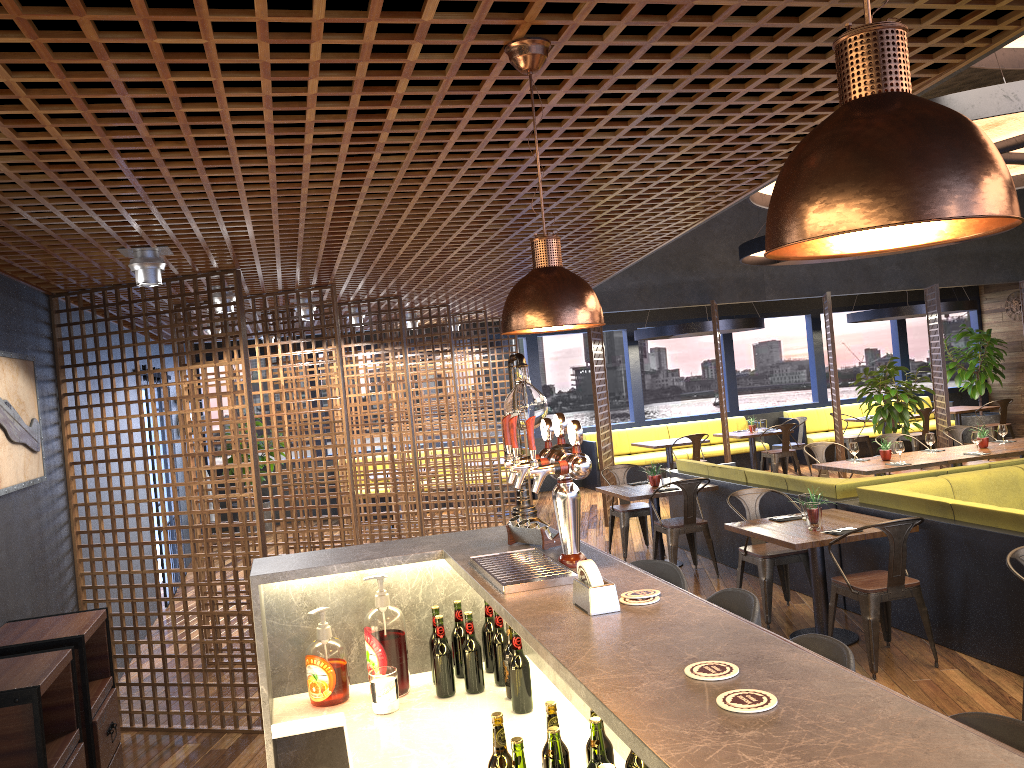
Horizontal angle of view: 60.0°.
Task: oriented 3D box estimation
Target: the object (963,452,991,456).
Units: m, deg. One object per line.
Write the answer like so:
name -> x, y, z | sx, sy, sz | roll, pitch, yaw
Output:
object -> 4.603, 0.690, 8.812 | 0.157, 0.019, 0.255 | -5, 0, -14

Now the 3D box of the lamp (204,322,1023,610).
lamp -> 1.936, 0.349, 8.015 | 9.057, 2.714, 3.017 | -5, 0, -14

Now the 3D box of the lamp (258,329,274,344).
lamp -> -2.708, -0.514, 9.843 | 0.228, 0.172, 0.228 | -5, 0, -14

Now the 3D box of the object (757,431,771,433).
object -> 3.831, 0.732, 13.490 | 0.255, 0.019, 0.157 | -5, 0, -15

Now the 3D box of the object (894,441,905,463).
object -> 3.817, 0.668, 8.731 | 0.097, 0.206, 0.097 | -5, 0, 31

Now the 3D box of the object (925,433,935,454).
object -> 4.348, 0.616, 9.216 | 0.097, 0.206, 0.097 | -5, 0, 31

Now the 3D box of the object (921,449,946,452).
object -> 4.457, 0.700, 9.359 | 0.157, 0.019, 0.255 | -5, 0, -14

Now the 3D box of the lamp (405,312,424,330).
lamp -> -1.058, -0.662, 9.381 | 0.228, 0.172, 0.228 | -5, 0, -14

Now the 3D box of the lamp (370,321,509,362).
lamp -> -1.132, -1.486, 12.759 | 1.979, 2.172, 1.979 | -5, 0, -8

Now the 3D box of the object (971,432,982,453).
object -> 4.694, 0.586, 8.954 | 0.097, 0.206, 0.097 | -5, 0, 31

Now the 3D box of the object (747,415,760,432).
object -> 3.745, 0.611, 13.814 | 0.238, 0.271, 0.260 | -5, 0, 7

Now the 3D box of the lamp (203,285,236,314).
lamp -> -1.929, -0.564, 5.936 | 0.228, 0.172, 0.228 | -5, 0, -14

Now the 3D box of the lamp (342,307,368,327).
lamp -> -1.447, -0.620, 8.222 | 0.228, 0.172, 0.228 | -5, 0, -14

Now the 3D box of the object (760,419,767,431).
object -> 3.908, 0.643, 13.775 | 0.102, 0.178, 0.102 | -5, 0, -29

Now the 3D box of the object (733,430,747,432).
object -> 3.661, 0.744, 14.131 | 0.255, 0.019, 0.157 | -5, 0, -15

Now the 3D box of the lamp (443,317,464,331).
lamp -> -0.696, -0.701, 10.562 | 0.228, 0.172, 0.228 | -5, 0, -14

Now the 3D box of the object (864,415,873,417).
object -> 5.958, 0.531, 14.714 | 0.255, 0.019, 0.157 | -5, 0, -15

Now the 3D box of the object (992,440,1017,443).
object -> 5.334, 0.619, 9.582 | 0.157, 0.019, 0.255 | -5, 0, -14

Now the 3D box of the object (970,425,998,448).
object -> 4.890, 0.531, 9.227 | 0.238, 0.271, 0.260 | -5, 0, 7

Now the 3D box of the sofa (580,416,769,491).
sofa -> 2.744, 1.142, 14.897 | 3.061, 0.914, 0.966 | -5, 0, -14

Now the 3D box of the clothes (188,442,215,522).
clothes -> -4.087, 1.490, 11.772 | 0.401, 1.494, 0.423 | -5, 0, -18

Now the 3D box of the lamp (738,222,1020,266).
lamp -> 3.818, -2.226, 9.564 | 2.778, 1.475, 2.778 | -5, 0, -14

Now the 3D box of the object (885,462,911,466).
object -> 3.725, 0.771, 8.589 | 0.157, 0.019, 0.255 | -5, 0, -14

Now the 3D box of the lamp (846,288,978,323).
lamp -> 6.516, -2.197, 14.705 | 1.979, 2.172, 1.979 | -5, 0, -29

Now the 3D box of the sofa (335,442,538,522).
sofa -> -1.188, 1.506, 13.896 | 3.061, 0.914, 0.966 | -5, 0, -14

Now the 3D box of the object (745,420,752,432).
object -> 3.742, 0.657, 13.990 | 0.102, 0.178, 0.102 | -5, 0, -29

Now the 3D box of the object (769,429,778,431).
object -> 4.056, 0.709, 13.864 | 0.157, 0.019, 0.255 | -5, 0, -15

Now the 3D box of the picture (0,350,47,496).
picture -> -2.510, 0.184, 4.453 | 0.028, 0.697, 1.039 | -5, 0, -14

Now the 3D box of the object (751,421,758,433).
object -> 3.735, 0.660, 13.631 | 0.102, 0.178, 0.102 | -5, 0, -29

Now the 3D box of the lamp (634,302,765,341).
lamp -> 2.802, -1.851, 13.760 | 1.979, 2.172, 1.979 | -5, 0, 31

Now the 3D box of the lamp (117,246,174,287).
lamp -> -1.779, -0.569, 4.330 | 0.228, 0.172, 0.228 | -5, 0, -14

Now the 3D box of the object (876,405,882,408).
object -> 6.039, 0.444, 14.573 | 0.102, 0.178, 0.102 | -5, 0, -29

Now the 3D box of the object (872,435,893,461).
object -> 3.756, 0.637, 8.938 | 0.238, 0.271, 0.260 | -5, 0, 7

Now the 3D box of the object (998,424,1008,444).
object -> 5.225, 0.535, 9.439 | 0.097, 0.206, 0.097 | -5, 0, 31

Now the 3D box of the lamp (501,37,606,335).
lamp -> 0.067, -0.464, 2.100 | 0.250, 0.673, 0.250 | -5, 0, 18

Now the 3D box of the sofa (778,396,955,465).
sofa -> 6.402, 0.802, 15.828 | 3.061, 0.914, 0.966 | -5, 0, -14

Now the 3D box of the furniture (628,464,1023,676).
furniture -> 4.699, 1.010, 6.217 | 4.895, 0.914, 7.462 | -5, 0, -19

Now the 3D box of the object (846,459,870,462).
object -> 3.580, 0.781, 9.135 | 0.157, 0.019, 0.255 | -5, 0, -14

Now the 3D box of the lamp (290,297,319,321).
lamp -> -1.650, -0.595, 7.089 | 0.228, 0.172, 0.228 | -5, 0, -14

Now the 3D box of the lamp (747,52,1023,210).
lamp -> 2.865, -2.118, 5.667 | 2.778, 1.475, 2.778 | -5, 0, -10

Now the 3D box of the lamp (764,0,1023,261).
lamp -> 0.363, -0.485, 0.929 | 0.250, 0.673, 0.250 | -5, 0, 18

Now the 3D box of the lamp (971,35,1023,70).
lamp -> 2.991, -2.296, 3.430 | 2.778, 1.159, 2.778 | -5, 0, 36
